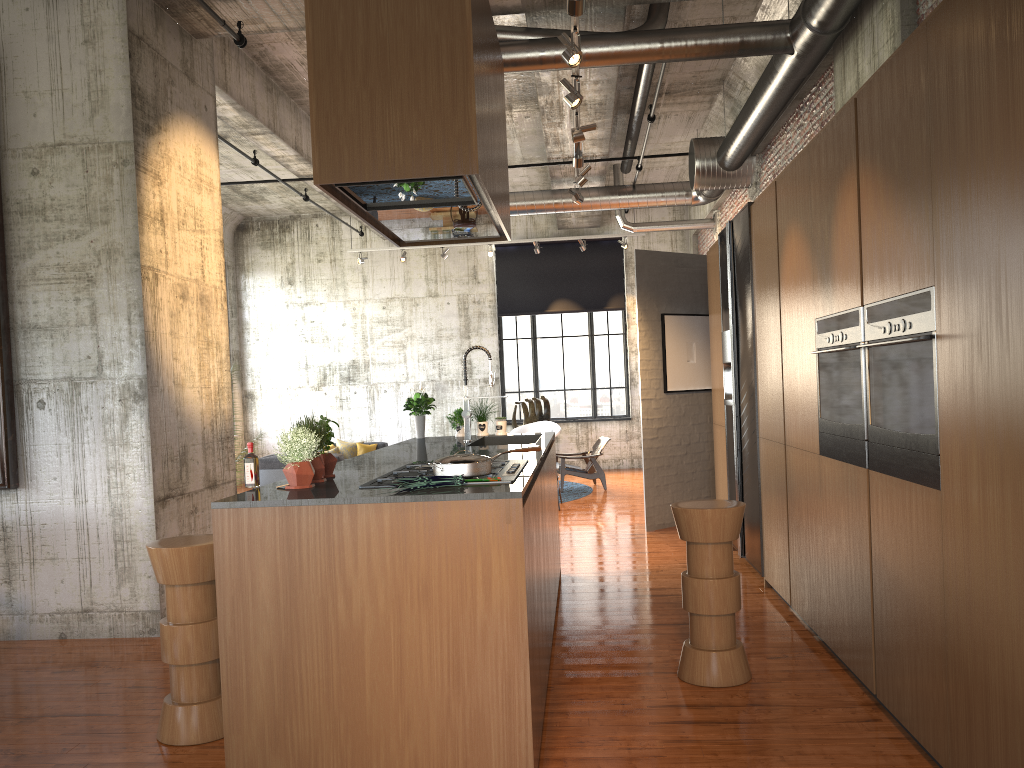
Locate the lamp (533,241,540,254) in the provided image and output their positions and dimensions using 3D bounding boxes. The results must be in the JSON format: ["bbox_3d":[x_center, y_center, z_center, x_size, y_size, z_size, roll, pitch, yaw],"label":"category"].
[{"bbox_3d":[0.453,-2.463,16.094,0.102,0.251,0.165,-2,1,30],"label":"lamp"}]

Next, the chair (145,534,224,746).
[{"bbox_3d":[-1.604,1.270,4.479,0.409,0.963,0.411,-3,1,-17],"label":"chair"}]

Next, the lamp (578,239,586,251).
[{"bbox_3d":[1.276,-2.500,16.032,0.165,0.251,0.102,-3,2,-40],"label":"lamp"}]

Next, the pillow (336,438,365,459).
[{"bbox_3d":[-2.779,1.141,14.952,0.537,0.446,0.260,-2,1,12],"label":"pillow"}]

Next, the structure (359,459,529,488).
[{"bbox_3d":[-0.287,0.427,4.357,0.678,0.019,1.096,-3,0,4],"label":"structure"}]

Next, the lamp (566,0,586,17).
[{"bbox_3d":[0.332,-2.035,4.626,0.102,0.215,0.225,-3,1,1],"label":"lamp"}]

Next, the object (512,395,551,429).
[{"bbox_3d":[0.375,0.872,16.794,0.728,1.297,0.455,-2,1,16],"label":"object"}]

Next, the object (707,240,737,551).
[{"bbox_3d":[2.510,0.076,8.901,0.860,3.047,0.910,-2,1,4],"label":"object"}]

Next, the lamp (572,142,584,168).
[{"bbox_3d":[0.591,-2.036,7.933,0.102,0.241,0.182,-3,1,0],"label":"lamp"}]

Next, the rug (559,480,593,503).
[{"bbox_3d":[-1.144,1.774,14.107,4.841,0.009,4.848,-2,0,-39],"label":"rug"}]

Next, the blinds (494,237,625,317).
[{"bbox_3d":[0.912,-2.080,17.047,2.443,1.465,0.150,-3,2,5],"label":"blinds"}]

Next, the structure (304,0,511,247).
[{"bbox_3d":[-0.422,-1.371,4.300,0.663,1.126,1.628,-2,0,4],"label":"structure"}]

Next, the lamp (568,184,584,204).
[{"bbox_3d":[0.690,-2.034,9.478,0.102,0.211,0.260,-2,1,35],"label":"lamp"}]

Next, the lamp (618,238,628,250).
[{"bbox_3d":[2.025,-2.528,16.024,0.102,0.215,0.226,-4,1,-44],"label":"lamp"}]

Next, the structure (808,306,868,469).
[{"bbox_3d":[1.729,0.019,4.761,0.079,0.795,0.859,-2,1,4],"label":"structure"}]

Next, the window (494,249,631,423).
[{"bbox_3d":[0.980,-0.957,17.253,2.579,3.438,0.050,-2,2,5],"label":"window"}]

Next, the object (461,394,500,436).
[{"bbox_3d":[-0.254,0.259,7.707,0.305,0.382,0.361,-2,1,39],"label":"object"}]

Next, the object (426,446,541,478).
[{"bbox_3d":[-0.085,0.358,4.167,0.331,0.120,0.728,-3,0,40],"label":"object"}]

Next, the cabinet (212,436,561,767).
[{"bbox_3d":[-0.384,1.094,5.683,1.245,1.244,4.358,-2,0,4],"label":"cabinet"}]

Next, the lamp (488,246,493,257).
[{"bbox_3d":[-0.394,-2.421,16.215,0.102,0.211,0.260,-3,1,-1],"label":"lamp"}]

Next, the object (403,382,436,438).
[{"bbox_3d":[-0.806,0.225,7.721,0.303,0.502,0.268,-4,2,-43],"label":"object"}]

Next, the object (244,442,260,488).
[{"bbox_3d":[-1.201,0.372,4.085,0.056,0.208,0.056,-2,2,5],"label":"object"}]

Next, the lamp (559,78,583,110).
[{"bbox_3d":[0.427,-2.039,6.245,0.165,0.251,0.102,-2,1,30],"label":"lamp"}]

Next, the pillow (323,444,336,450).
[{"bbox_3d":[-3.017,1.169,14.853,0.228,0.371,0.404,-2,1,14],"label":"pillow"}]

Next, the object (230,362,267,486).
[{"bbox_3d":[-3.112,0.817,8.630,1.889,2.065,1.511,-2,1,27],"label":"object"}]

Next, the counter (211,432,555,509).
[{"bbox_3d":[-0.409,0.533,5.666,1.245,0.174,4.360,-3,0,4],"label":"counter"}]

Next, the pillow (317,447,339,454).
[{"bbox_3d":[-2.690,1.129,12.915,0.537,0.446,0.260,-2,1,12],"label":"pillow"}]

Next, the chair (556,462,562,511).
[{"bbox_3d":[0.223,1.308,12.151,0.875,0.794,1.042,-2,0,5],"label":"chair"}]

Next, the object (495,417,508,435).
[{"bbox_3d":[-0.094,0.363,7.675,0.107,0.158,0.107,-2,1,40],"label":"object"}]

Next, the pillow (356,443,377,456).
[{"bbox_3d":[-2.453,1.144,14.896,0.434,0.319,0.168,-3,1,-21],"label":"pillow"}]

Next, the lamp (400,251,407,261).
[{"bbox_3d":[-2.002,-2.347,16.354,0.102,0.228,0.198,-2,1,15],"label":"lamp"}]

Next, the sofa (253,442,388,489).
[{"bbox_3d":[-2.910,1.430,13.961,1.362,0.861,3.002,-3,0,6],"label":"sofa"}]

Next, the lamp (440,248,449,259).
[{"bbox_3d":[-1.235,-2.384,16.261,0.182,0.241,0.102,-3,1,0],"label":"lamp"}]

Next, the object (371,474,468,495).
[{"bbox_3d":[-0.384,0.404,3.692,0.391,0.068,0.185,-2,0,-39],"label":"object"}]

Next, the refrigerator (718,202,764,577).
[{"bbox_3d":[2.534,0.076,7.683,1.211,3.053,1.516,-2,1,4],"label":"refrigerator"}]

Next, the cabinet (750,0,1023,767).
[{"bbox_3d":[2.149,0.074,4.279,0.860,3.047,5.339,-2,0,4],"label":"cabinet"}]

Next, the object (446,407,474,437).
[{"bbox_3d":[-0.451,0.330,7.747,0.236,0.258,0.231,-2,1,43],"label":"object"}]

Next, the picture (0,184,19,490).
[{"bbox_3d":[-4.422,-0.772,6.317,1.655,3.123,0.142,-2,2,5],"label":"picture"}]

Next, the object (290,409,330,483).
[{"bbox_3d":[-0.967,0.282,4.208,0.196,0.368,0.186,-1,2,44],"label":"object"}]

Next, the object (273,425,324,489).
[{"bbox_3d":[-0.962,0.323,3.969,0.221,0.283,0.210,-2,1,13],"label":"object"}]

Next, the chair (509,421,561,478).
[{"bbox_3d":[0.408,1.193,15.828,1.058,1.031,0.805,-2,1,44],"label":"chair"}]

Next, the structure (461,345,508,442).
[{"bbox_3d":[-0.216,0.068,6.941,0.361,0.750,0.168,-2,2,5],"label":"structure"}]

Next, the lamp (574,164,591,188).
[{"bbox_3d":[0.683,-2.035,8.701,0.199,0.228,0.102,-2,1,15],"label":"lamp"}]

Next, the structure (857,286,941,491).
[{"bbox_3d":[1.659,0.019,3.865,0.079,0.795,0.859,-2,1,4],"label":"structure"}]

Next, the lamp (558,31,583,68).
[{"bbox_3d":[0.366,-2.039,5.421,0.102,0.251,0.165,-4,2,-40],"label":"lamp"}]

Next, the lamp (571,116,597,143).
[{"bbox_3d":[0.547,-2.037,7.092,0.260,0.211,0.102,-3,1,0],"label":"lamp"}]

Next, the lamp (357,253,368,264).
[{"bbox_3d":[-2.781,-2.314,16.401,0.102,0.211,0.260,-2,1,40],"label":"lamp"}]

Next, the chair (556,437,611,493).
[{"bbox_3d":[1.073,1.278,14.199,1.043,0.794,0.875,-3,1,-5],"label":"chair"}]

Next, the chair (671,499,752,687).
[{"bbox_3d":[1.113,1.151,4.957,0.411,0.963,0.409,-2,2,35],"label":"chair"}]

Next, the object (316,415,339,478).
[{"bbox_3d":[-0.953,0.310,4.452,0.179,0.311,0.172,-2,1,10],"label":"object"}]
